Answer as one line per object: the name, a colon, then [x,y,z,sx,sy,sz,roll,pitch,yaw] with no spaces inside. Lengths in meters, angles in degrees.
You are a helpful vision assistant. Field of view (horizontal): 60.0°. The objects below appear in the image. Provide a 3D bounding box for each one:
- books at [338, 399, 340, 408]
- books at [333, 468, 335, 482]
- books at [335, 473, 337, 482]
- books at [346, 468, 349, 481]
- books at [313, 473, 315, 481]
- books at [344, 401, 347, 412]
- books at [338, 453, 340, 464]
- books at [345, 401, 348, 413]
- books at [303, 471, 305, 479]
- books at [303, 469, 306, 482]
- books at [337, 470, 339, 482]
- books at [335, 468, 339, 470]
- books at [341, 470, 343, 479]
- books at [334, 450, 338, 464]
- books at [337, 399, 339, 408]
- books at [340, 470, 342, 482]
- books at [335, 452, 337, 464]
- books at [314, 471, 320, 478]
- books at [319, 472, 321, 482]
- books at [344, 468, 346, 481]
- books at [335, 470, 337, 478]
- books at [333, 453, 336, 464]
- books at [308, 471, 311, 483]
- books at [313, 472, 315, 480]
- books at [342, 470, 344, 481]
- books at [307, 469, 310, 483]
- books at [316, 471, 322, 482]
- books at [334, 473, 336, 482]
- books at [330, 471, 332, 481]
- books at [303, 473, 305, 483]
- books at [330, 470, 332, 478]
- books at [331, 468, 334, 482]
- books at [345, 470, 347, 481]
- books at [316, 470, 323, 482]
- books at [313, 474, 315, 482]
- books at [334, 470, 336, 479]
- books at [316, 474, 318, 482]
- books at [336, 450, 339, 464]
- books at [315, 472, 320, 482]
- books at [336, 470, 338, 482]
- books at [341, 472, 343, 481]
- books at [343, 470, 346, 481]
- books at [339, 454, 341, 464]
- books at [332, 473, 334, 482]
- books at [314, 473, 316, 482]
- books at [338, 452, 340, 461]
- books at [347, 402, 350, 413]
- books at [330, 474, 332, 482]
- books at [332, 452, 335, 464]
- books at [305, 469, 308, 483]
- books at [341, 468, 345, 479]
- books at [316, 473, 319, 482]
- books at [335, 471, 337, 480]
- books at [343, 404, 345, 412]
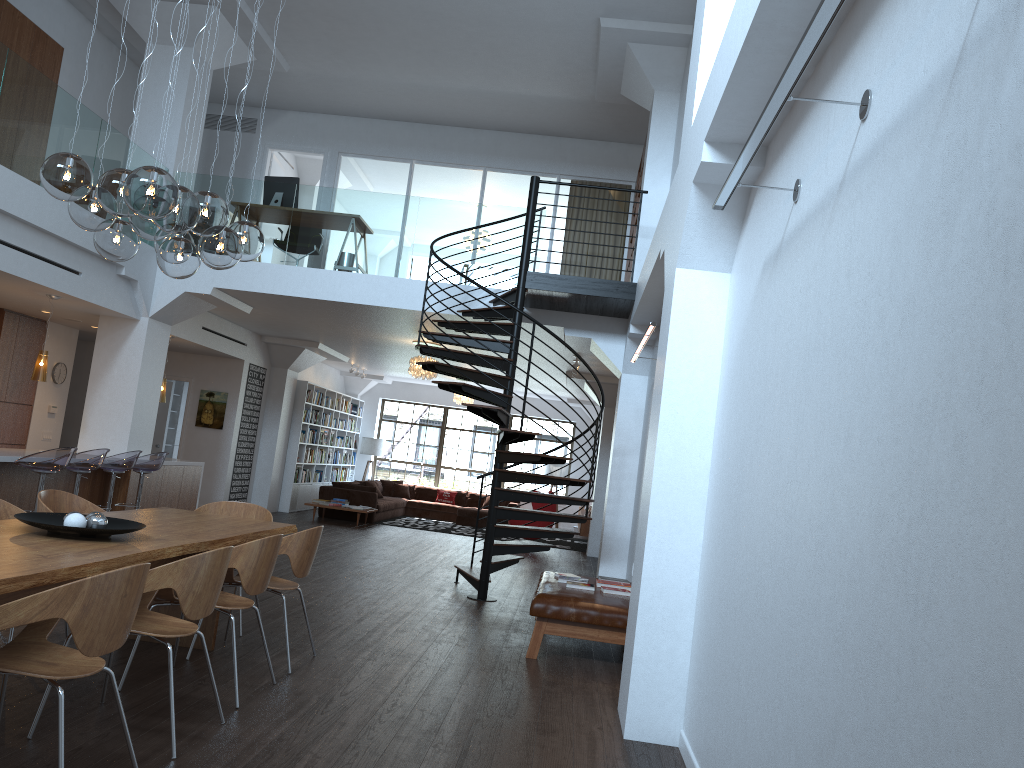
books: [-3.727,0.431,18.681,0.160,0.251,0.039,7,-5,4]
books: [-3.882,1.934,18.949,0.176,0.290,0.053,7,-5,4]
books: [-3.877,1.978,19.145,0.174,0.240,0.045,7,-5,4]
books: [-3.814,2.049,20.106,0.176,0.290,0.053,7,-5,4]
books: [-3.982,1.838,17.554,0.127,0.200,0.020,7,-5,4]
books: [-3.690,0.487,19.217,0.171,0.246,0.057,7,-5,4]
books: [-3.823,1.603,19.172,0.174,0.242,0.105,7,-5,4]
books: [-3.686,0.491,19.299,0.183,0.253,0.034,7,-5,4]
books: [-4.028,1.752,16.820,0.161,0.223,0.033,7,-5,4]
books: [-4.027,1.742,16.890,0.183,0.253,0.042,7,-5,4]
books: [-3.864,1.981,19.266,0.180,0.259,0.060,7,-5,4]
books: [-3.867,1.961,19.220,0.176,0.290,0.036,7,-5,4]
books: [-3.843,2.015,19.572,0.183,0.253,0.037,7,-5,4]
books: [-3.840,1.564,19.025,0.197,0.290,0.136,7,-5,4]
books: [-3.735,0.424,18.615,0.160,0.251,0.031,7,-5,4]
books: [-3.850,2.011,19.537,0.183,0.253,0.036,7,-5,4]
books: [-3.832,1.574,18.919,0.182,0.253,0.098,7,-5,4]
books: [-3.958,1.873,17.910,0.146,0.202,0.027,7,-5,4]
books: [-3.947,1.876,17.936,0.146,0.202,0.027,7,-5,4]
books: [-3.807,2.026,19.887,0.140,0.298,0.044,7,-5,4]
books: [-3.875,1.968,19.068,0.171,0.246,0.057,7,-5,4]
books: [-3.843,1.569,18.833,0.174,0.243,0.085,7,-5,4]
books: [-4.004,1.786,17.215,0.174,0.236,0.142,7,-5,4]
books: [-3.983,1.836,17.521,0.136,0.196,0.045,7,-5,4]
books: [-3.834,2.029,19.717,0.183,0.253,0.037,7,-5,4]
books: [-4.008,1.768,17.127,0.183,0.253,0.042,7,-5,4]
books: [-3.946,1.884,18.018,0.146,0.202,0.027,7,-5,4]
books: [-3.875,1.960,19.023,0.183,0.253,0.034,7,-5,4]
books: [-3.907,1.935,18.719,0.174,0.240,0.045,7,-5,4]
books: [-4.022,1.765,16.850,0.161,0.223,0.030,7,-5,4]
books: [-3.909,1.924,18.681,0.183,0.253,0.034,7,-5,4]
books: [-3.898,1.925,18.840,0.198,0.284,0.066,7,-5,4]
books: [-3.819,2.063,20.022,0.171,0.246,0.057,7,-5,4]
books: [-3.943,1.878,18.104,0.140,0.231,0.042,7,-5,4]
books: [-3.976,1.851,17.573,0.128,0.178,0.022,7,-5,4]
books: [-3.881,1.957,18.990,0.183,0.253,0.034,7,-5,4]
books: [-3.954,1.878,17.745,0.106,0.162,0.032,7,-5,4]
books: [-3.831,1.570,19.087,0.176,0.293,0.125,7,-5,4]
books: [-3.955,1.875,17.877,0.139,0.191,0.036,7,-5,4]
books: [-3.862,1.977,19.183,0.183,0.253,0.034,7,-5,4]
books: [-3.845,2.018,19.608,0.183,0.253,0.036,7,-5,4]
books: [-3.831,2.044,19.836,0.189,0.247,0.057,7,-5,5]
books: [-3.813,1.627,19.297,0.161,0.222,0.084,7,-5,4]
books: [-3.883,1.948,18.882,0.160,0.250,0.026,7,-5,4]
books: [-3.981,1.852,17.621,0.134,0.184,0.030,7,-5,4]
books: [-3.823,1.604,19.225,0.170,0.251,0.118,7,-5,4]
books: [-3.671,0.508,19.468,0.183,0.253,0.034,7,-5,4]
books: [-3.895,1.948,18.753,0.161,0.223,0.026,7,-5,4]
books: [-3.850,1.553,18.732,0.182,0.255,0.077,7,-5,4]
books: [-4.019,1.756,17.001,0.160,0.251,0.039,7,-5,4]
books: [-3.845,2.018,19.778,0.198,0.284,0.066,7,-5,4]
books: [-3.958,1.879,17.820,0.126,0.173,0.032,7,-5,4]
books: [-3.872,1.984,19.108,0.161,0.223,0.027,7,-5,4]
books: [-3.716,0.482,19.168,0.174,0.240,0.045,7,-5,4]
